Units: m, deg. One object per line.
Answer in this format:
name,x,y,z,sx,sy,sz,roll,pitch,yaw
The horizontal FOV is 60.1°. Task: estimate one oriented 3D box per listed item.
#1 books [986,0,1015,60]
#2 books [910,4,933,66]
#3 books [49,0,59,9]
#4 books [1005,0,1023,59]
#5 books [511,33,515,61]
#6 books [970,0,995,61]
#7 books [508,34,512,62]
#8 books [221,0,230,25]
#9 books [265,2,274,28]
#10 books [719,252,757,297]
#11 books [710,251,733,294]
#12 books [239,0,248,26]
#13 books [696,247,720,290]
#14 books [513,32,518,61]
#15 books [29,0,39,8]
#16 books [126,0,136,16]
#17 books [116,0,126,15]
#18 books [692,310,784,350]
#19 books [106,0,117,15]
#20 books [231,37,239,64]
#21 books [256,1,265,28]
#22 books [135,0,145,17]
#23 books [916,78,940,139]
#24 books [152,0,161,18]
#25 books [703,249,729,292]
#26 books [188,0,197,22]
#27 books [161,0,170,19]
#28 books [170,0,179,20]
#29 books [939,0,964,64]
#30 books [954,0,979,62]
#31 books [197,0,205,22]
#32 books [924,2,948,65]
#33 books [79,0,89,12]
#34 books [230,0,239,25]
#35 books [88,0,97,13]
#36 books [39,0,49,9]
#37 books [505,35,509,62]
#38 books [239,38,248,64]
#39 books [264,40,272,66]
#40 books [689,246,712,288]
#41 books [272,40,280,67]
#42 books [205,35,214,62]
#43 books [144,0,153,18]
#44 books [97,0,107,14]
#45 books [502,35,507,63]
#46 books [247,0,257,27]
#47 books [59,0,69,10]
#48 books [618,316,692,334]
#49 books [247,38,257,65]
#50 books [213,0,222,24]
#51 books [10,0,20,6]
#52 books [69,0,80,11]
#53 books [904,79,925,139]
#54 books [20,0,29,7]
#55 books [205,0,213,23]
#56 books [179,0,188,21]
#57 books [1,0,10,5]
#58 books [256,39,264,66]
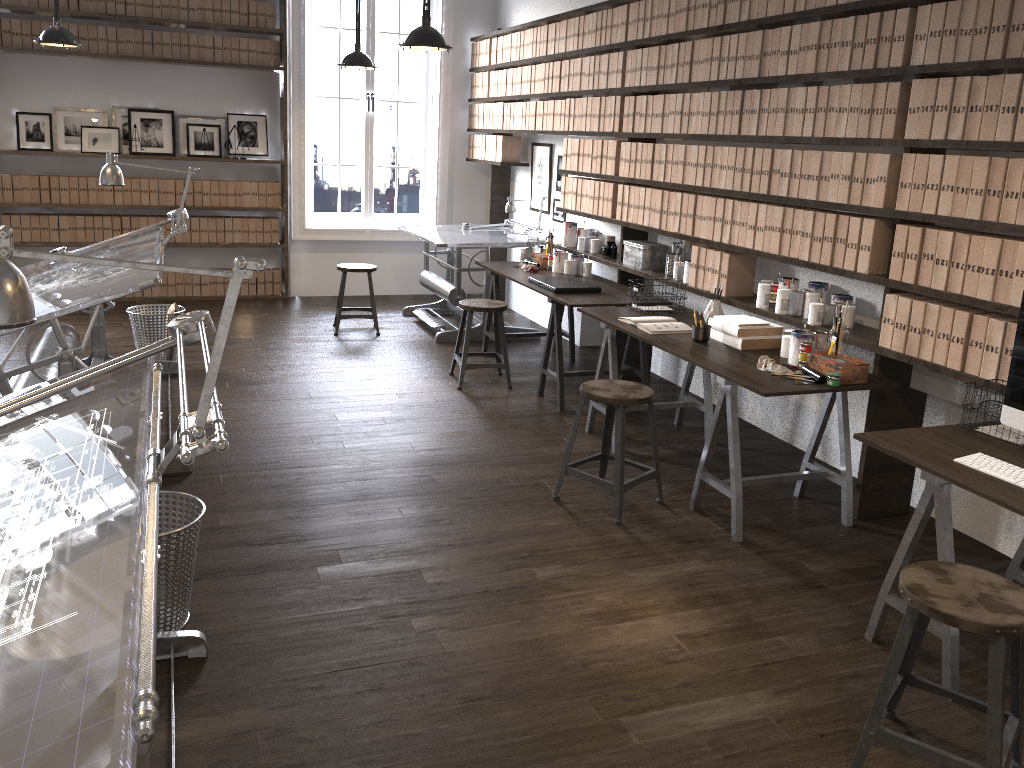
books,1.751,-1.228,3.071,0.174,0.223,0.067,-3,14,-21
books,1.630,-1.322,3.388,0.174,0.223,0.067,-3,14,-21
books,-3.700,-3.127,7.157,0.067,0.223,0.176,-2,15,-21
books,1.783,-1.208,3.005,0.174,0.223,0.067,-3,14,-21
books,0.087,-2.773,7.318,0.174,0.223,0.067,-3,14,-21
books,1.730,-1.249,3.140,0.174,0.223,0.067,-3,14,-21
books,0.059,-2.791,7.377,0.174,0.223,0.067,-3,14,-21
books,-2.469,-3.197,7.631,0.067,0.223,0.176,-2,15,-21
books,-2.125,-3.216,7.760,0.067,0.223,0.176,-2,15,-21
books,1.183,-0.574,4.643,0.174,0.223,0.067,-3,14,-21
books,1.154,-0.593,4.706,0.174,0.223,0.067,-3,14,-21
books,-2.336,-3.204,7.682,0.067,0.223,0.176,-2,15,-21
books,1.107,-0.631,4.837,0.174,0.223,0.067,-3,14,-21
books,0.108,-2.756,7.260,0.174,0.223,0.067,-3,14,-21
books,-3.834,-3.121,7.110,0.067,0.223,0.176,-2,15,-21
books,-3.170,-3.157,7.359,0.067,0.223,0.176,-2,15,-21
books,-3.240,-3.153,7.334,0.067,0.223,0.176,-2,15,-21
books,1.036,-0.261,4.146,0.385,0.146,0.298,-3,16,-21
books,-3.306,-3.148,7.305,0.067,0.223,0.176,-2,15,-21
books,-2.420,-2.900,7.725,0.067,0.223,0.176,-2,15,-21
books,-2.197,-3.212,7.735,0.067,0.223,0.176,-2,15,-21
books,-3.103,-3.161,7.386,0.067,0.223,0.176,-2,15,-21
books,1.644,-1.040,3.368,0.174,0.223,0.067,-3,14,-21
books,-2.980,-3.167,7.430,0.067,0.223,0.176,-2,15,-21
books,1.132,-0.612,4.772,0.174,0.223,0.067,-3,14,-21
books,-2.718,-3.182,7.533,0.067,0.223,0.176,-2,15,-21
books,-2.918,-3.172,7.461,0.067,0.223,0.176,-2,15,-21
books,-2.852,-3.175,7.484,0.067,0.223,0.176,-2,15,-21
books,1.678,-1.283,3.255,0.174,0.223,0.067,-3,14,-21
books,1.704,-1.266,3.199,0.174,0.223,0.067,-3,14,-21
books,-2.660,-3.186,7.557,0.067,0.223,0.176,-2,15,-21
books,1.652,-1.302,3.321,0.174,0.223,0.067,-3,14,-21
books,-3.496,-3.140,7.240,0.067,0.223,0.176,-2,15,-21
books,-2.401,-3.199,7.653,0.067,0.223,0.176,-2,15,-21
books,-3.434,-3.143,7.261,0.067,0.223,0.176,-2,15,-21
books,-3.768,-3.125,7.135,0.067,0.223,0.176,-2,15,-21
books,0.041,-2.809,7.440,0.174,0.223,0.067,-3,14,-21
books,-2.353,-2.903,7.746,0.067,0.223,0.176,-2,15,-21
books,-2.165,-2.914,7.819,0.067,0.223,0.176,-2,15,-21
books,1.078,-0.649,4.896,0.174,0.223,0.067,-3,14,-21
books,-2.100,-2.918,7.845,0.067,0.223,0.176,-2,15,-21
books,-2.617,-2.888,7.646,0.067,0.223,0.176,-2,15,-21
books,-3.044,-3.165,7.410,0.067,0.223,0.176,-2,15,-21
books,-3.374,-3.145,7.279,0.067,0.223,0.176,-2,15,-21
books,0.016,-2.828,7.505,0.174,0.223,0.067,-3,14,-21
books,-2.264,-3.207,7.704,0.067,0.223,0.176,-2,15,-21
books,-3.636,-3.132,7.186,0.067,0.223,0.176,-2,15,-21
books,0.727,-0.305,4.456,0.256,0.029,0.358,-3,17,-20
books,-2.284,-2.906,7.769,0.067,0.223,0.176,-2,15,-21
books,-2.535,-3.193,7.606,0.067,0.223,0.176,-2,15,-21
books,-3.959,-3.114,7.061,0.067,0.223,0.176,-2,15,-21
books,-3.564,-3.135,7.208,0.067,0.223,0.176,-2,15,-21
books,1.625,-1.057,3.427,0.174,0.223,0.067,-3,14,-21
books,-3.895,-3.116,7.081,0.067,0.223,0.176,-2,15,-21
books,-2.596,-3.188,7.577,0.067,0.223,0.176,-2,15,-21
books,-2.785,-3.178,7.506,0.067,0.223,0.176,-2,15,-21
books,-4.017,-3.110,7.037,0.067,0.223,0.176,-2,15,-21
books,-2.222,-2.909,7.793,0.067,0.223,0.176,-2,15,-21
